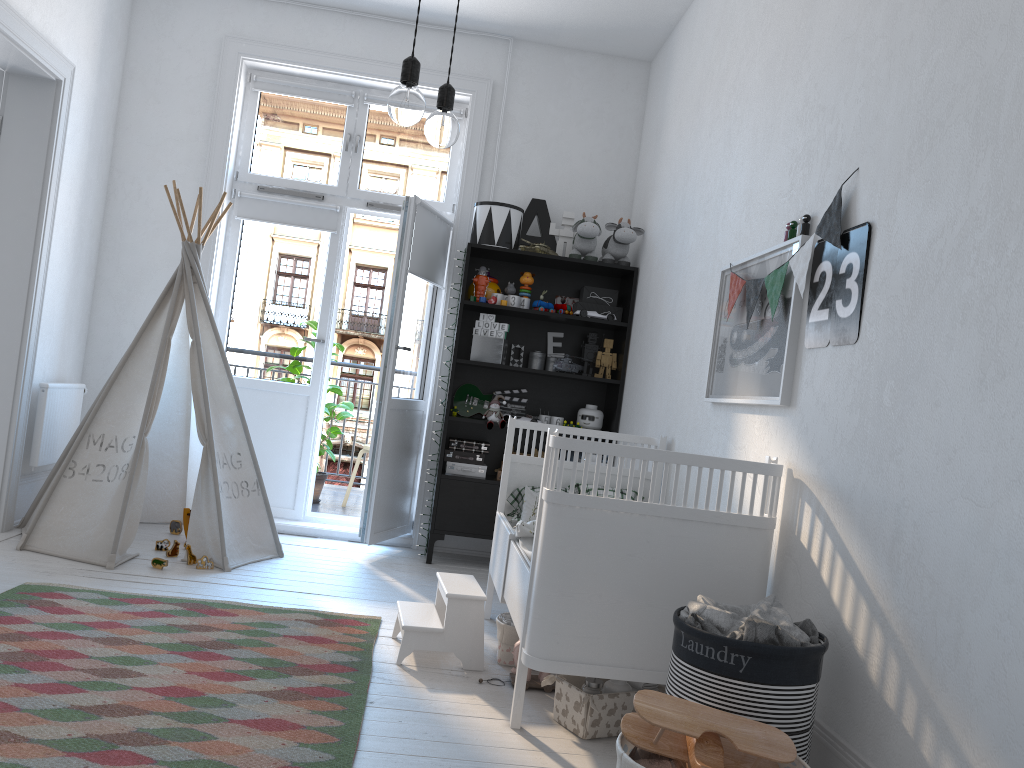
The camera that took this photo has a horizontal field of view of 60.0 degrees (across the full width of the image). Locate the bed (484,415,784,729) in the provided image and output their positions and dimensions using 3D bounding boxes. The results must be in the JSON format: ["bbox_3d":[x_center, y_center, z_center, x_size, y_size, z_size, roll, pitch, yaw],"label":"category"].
[{"bbox_3d":[0.319,0.581,3.067,0.670,0.832,1.404,8,-1,-5],"label":"bed"}]

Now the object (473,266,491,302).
[{"bbox_3d":[-0.158,-0.524,4.703,0.105,0.203,0.072,7,-1,2],"label":"object"}]

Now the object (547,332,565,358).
[{"bbox_3d":[0.245,-0.216,4.955,0.107,0.151,0.055,8,-1,-5],"label":"object"}]

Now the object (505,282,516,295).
[{"bbox_3d":[-0.013,-0.480,4.864,0.063,0.160,0.063,8,-1,-27],"label":"object"}]

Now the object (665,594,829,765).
[{"bbox_3d":[0.522,0.748,2.043,0.345,0.513,0.346,8,-1,-15],"label":"object"}]

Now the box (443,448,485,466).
[{"bbox_3d":[-0.261,0.392,4.785,0.216,0.062,0.179,8,-1,-5],"label":"box"}]

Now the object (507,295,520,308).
[{"bbox_3d":[0.007,-0.433,4.704,0.067,0.067,0.067,8,-1,-5],"label":"object"}]

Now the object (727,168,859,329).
[{"bbox_3d":[0.815,-0.376,2.724,0.058,0.415,0.905,8,-1,-6],"label":"object"}]

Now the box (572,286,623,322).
[{"bbox_3d":[0.475,-0.431,4.881,0.251,0.189,0.179,8,-1,-5],"label":"box"}]

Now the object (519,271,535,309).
[{"bbox_3d":[0.072,-0.498,4.749,0.077,0.213,0.077,7,-1,28],"label":"object"}]

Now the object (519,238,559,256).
[{"bbox_3d":[0.131,-0.735,4.756,0.121,0.100,0.338,7,-1,30],"label":"object"}]

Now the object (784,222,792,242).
[{"bbox_3d":[0.836,-0.456,2.675,0.025,0.064,0.025,8,-1,-10],"label":"object"}]

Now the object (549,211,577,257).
[{"bbox_3d":[0.298,-0.805,4.925,0.190,0.290,0.065,7,-1,0],"label":"object"}]

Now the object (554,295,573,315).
[{"bbox_3d":[0.278,-0.425,4.811,0.087,0.112,0.122,8,-1,-35],"label":"object"}]

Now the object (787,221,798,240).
[{"bbox_3d":[0.838,-0.456,2.647,0.025,0.064,0.025,8,-1,-7],"label":"object"}]

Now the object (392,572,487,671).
[{"bbox_3d":[-0.246,0.802,3.043,0.288,0.245,0.332,8,-1,-10],"label":"object"}]

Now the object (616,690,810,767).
[{"bbox_3d":[0.375,0.803,1.701,0.378,0.367,0.379,8,-1,-35],"label":"object"}]

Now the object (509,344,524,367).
[{"bbox_3d":[0.027,-0.153,4.925,0.070,0.134,0.028,8,-1,-6],"label":"object"}]

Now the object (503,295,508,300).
[{"bbox_3d":[-0.031,-0.438,4.759,0.067,0.067,0.067,8,-1,-31],"label":"object"}]

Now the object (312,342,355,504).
[{"bbox_3d":[-1.388,0.185,6.074,0.720,1.225,0.489,7,-1,5],"label":"object"}]

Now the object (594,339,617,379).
[{"bbox_3d":[0.512,-0.134,4.809,0.114,0.221,0.052,8,-1,-6],"label":"object"}]

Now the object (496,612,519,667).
[{"bbox_3d":[0.043,0.891,3.100,0.215,0.148,0.240,7,-1,1],"label":"object"}]

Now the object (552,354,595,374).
[{"bbox_3d":[0.296,-0.105,4.800,0.368,0.106,0.349,8,-1,-4],"label":"object"}]

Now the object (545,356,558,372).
[{"bbox_3d":[0.240,-0.106,4.827,0.078,0.091,0.246,8,-1,-11],"label":"object"}]

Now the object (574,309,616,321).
[{"bbox_3d":[0.443,-0.366,4.738,0.230,0.048,0.098,8,-1,-15],"label":"object"}]

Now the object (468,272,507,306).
[{"bbox_3d":[-0.132,-0.515,4.777,0.197,0.197,0.318,8,-1,-9],"label":"object"}]

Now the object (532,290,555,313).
[{"bbox_3d":[0.174,-0.440,4.759,0.121,0.126,0.087,8,-1,-28],"label":"object"}]

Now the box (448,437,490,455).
[{"bbox_3d":[-0.234,0.334,4.789,0.216,0.062,0.179,8,-1,-5],"label":"box"}]

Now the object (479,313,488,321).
[{"bbox_3d":[-0.150,-0.351,4.694,0.040,0.040,0.040,7,-1,0],"label":"object"}]

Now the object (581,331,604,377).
[{"bbox_3d":[0.434,-0.163,4.864,0.117,0.259,0.081,8,-1,-5],"label":"object"}]

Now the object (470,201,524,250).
[{"bbox_3d":[-0.060,-0.838,4.847,0.272,0.259,0.395,7,-1,23],"label":"object"}]

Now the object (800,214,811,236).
[{"bbox_3d":[0.846,-0.457,2.553,0.025,0.064,0.025,8,-1,-12],"label":"object"}]

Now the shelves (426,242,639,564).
[{"bbox_3d":[0.096,0.157,4.800,0.911,1.677,0.353,8,-1,-5],"label":"shelves"}]

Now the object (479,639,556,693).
[{"bbox_3d":[0.026,0.882,2.827,0.254,0.151,0.125,8,-1,-6],"label":"object"}]

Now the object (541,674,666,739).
[{"bbox_3d":[0.284,0.904,2.554,0.360,0.163,0.242,8,-1,-30],"label":"object"}]

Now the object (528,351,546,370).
[{"bbox_3d":[0.136,-0.127,4.901,0.095,0.110,0.095,7,-1,-1],"label":"object"}]

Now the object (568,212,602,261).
[{"bbox_3d":[0.394,-0.773,4.768,0.154,0.253,0.370,7,-1,3],"label":"object"}]

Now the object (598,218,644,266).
[{"bbox_3d":[0.544,-0.753,4.787,0.211,0.253,0.386,8,-1,-22],"label":"object"}]

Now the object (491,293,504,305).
[{"bbox_3d":[-0.080,-0.445,4.710,0.067,0.067,0.067,8,-1,-5],"label":"object"}]

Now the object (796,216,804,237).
[{"bbox_3d":[0.843,-0.457,2.578,0.025,0.064,0.025,8,-1,-10],"label":"object"}]

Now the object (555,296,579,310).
[{"bbox_3d":[0.410,-0.411,4.981,0.347,0.131,0.037,8,-1,-5],"label":"object"}]

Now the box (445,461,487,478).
[{"bbox_3d":[-0.250,0.455,4.786,0.216,0.062,0.179,8,-1,-5],"label":"box"}]

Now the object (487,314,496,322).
[{"bbox_3d":[-0.109,-0.346,4.687,0.040,0.040,0.040,7,-1,5],"label":"object"}]

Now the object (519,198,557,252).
[{"bbox_3d":[0.127,-0.855,4.939,0.343,0.344,0.057,8,-1,-5],"label":"object"}]
